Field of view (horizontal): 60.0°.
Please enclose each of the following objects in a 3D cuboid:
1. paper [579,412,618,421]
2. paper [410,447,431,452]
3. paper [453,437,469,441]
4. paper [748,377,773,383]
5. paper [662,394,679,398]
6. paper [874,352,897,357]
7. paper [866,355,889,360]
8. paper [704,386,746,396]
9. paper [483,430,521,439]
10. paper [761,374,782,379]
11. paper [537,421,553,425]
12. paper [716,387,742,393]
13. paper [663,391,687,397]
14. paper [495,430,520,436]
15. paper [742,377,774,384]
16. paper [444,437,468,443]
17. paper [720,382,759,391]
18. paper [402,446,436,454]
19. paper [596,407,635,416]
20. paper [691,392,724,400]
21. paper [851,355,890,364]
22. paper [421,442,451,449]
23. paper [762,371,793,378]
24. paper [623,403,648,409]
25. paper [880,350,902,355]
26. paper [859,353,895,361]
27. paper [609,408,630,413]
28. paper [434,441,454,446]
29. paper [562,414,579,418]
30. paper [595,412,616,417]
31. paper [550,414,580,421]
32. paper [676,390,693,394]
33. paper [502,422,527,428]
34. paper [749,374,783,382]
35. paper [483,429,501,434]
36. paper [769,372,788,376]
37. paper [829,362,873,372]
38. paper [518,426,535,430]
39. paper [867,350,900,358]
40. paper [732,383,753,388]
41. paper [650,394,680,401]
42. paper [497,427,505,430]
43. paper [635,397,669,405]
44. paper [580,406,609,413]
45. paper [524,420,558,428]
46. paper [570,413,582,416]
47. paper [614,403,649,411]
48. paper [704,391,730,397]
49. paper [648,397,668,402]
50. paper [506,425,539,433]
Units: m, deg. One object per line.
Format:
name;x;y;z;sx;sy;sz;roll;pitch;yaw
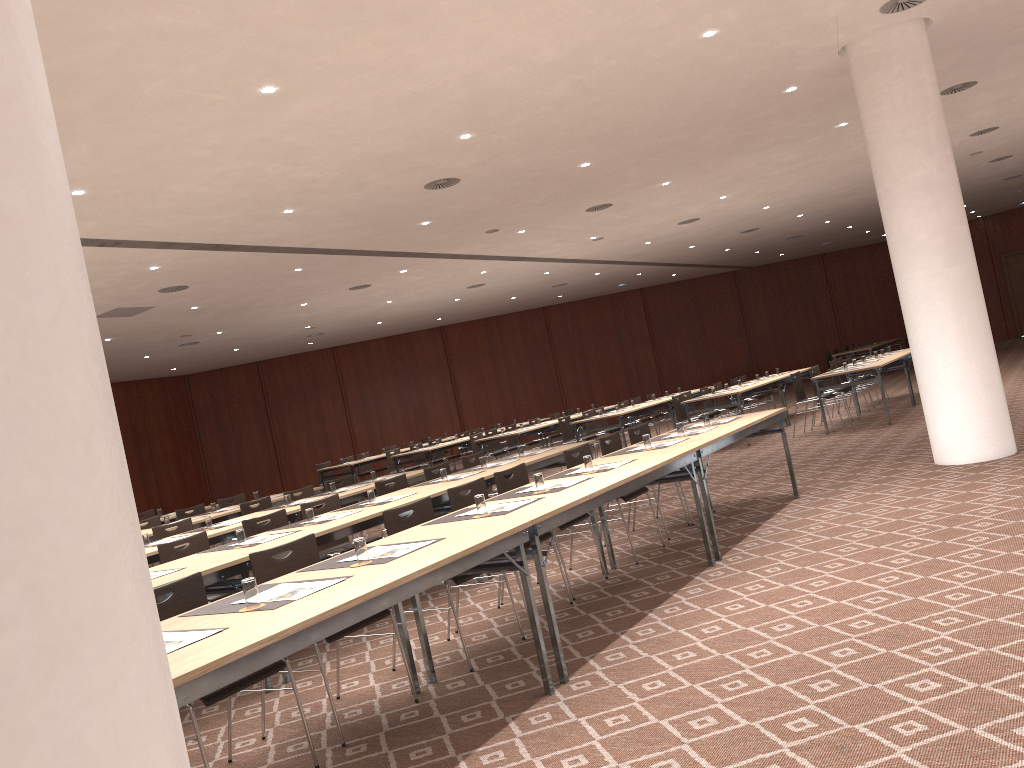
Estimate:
paper;1.473;0.546;14.998;0.566;0.003;0.460;-13;-1;32
paper;-1.744;1.260;17.154;0.398;0.006;0.283;-13;-1;35
paper;-1.035;1.128;18.250;0.398;0.006;0.283;-13;-1;32
paper;4.425;-0.070;15.819;0.398;0.006;0.283;-13;-1;32
paper;3.125;0.233;17.440;0.398;0.006;0.283;-13;-1;35
paper;6.413;-0.500;15.300;0.398;0.006;0.283;-13;-1;35
paper;6.054;-0.434;14.728;0.398;0.006;0.283;-13;-1;35
paper;3.472;0.113;14.442;0.566;0.003;0.460;-13;-1;32
paper;-0.165;0.910;16.049;0.566;0.003;0.460;-13;-1;35
paper;4.749;-0.130;16.352;0.398;0.006;0.283;-13;-1;36
paper;0.623;0.758;17.169;0.398;0.006;0.283;-13;-1;32
paper;3.556;0.091;14.458;0.398;0.006;0.283;-13;-1;32
paper;3.376;0.193;17.993;0.566;0.003;0.460;-13;-1;33
paper;-0.086;0.890;16.098;0.398;0.006;0.283;-13;-1;33
paper;4.339;-0.048;15.818;0.566;0.003;0.460;-13;-1;34
paper;-1.102;1.146;18.238;0.566;0.003;0.460;-13;-1;35
paper;3.838;0.045;15.011;0.566;0.003;0.460;-13;-1;34
paper;-1.778;1.271;17.173;0.566;0.003;0.460;-13;-1;31
paper;1.819;0.481;15.547;0.566;0.003;0.460;-13;-1;33
paper;3.118;0.179;13.899;0.566;0.003;0.460;-13;-1;32
paper;5.957;-0.409;14.725;0.566;0.003;0.460;-13;-1;33
paper;-1.482;1.217;17.709;0.566;0.003;0.460;-13;-1;32
paper;5.033;-0.177;16.879;0.566;0.003;0.460;-13;-1;33
paper;2.249;0.395;16.068;0.398;0.006;0.283;-13;-1;32
paper;6.752;-0.563;15.802;0.398;0.006;0.283;-13;-1;34
paper;6.301;-0.472;15.284;0.566;0.003;0.460;-13;-1;30
paper;1.899;0.461;15.555;0.398;0.006;0.283;-13;-1;31
paper;-1.376;1.191;17.721;0.398;0.006;0.283;-13;-1;31
paper;1.130;0.665;17.987;0.398;0.006;0.283;-13;-1;35
paper;1.546;0.526;14.997;0.398;0.006;0.283;-13;-1;32
paper;1.063;0.683;17.972;0.566;0.003;0.460;-13;-1;32
paper;3.482;0.166;17.986;0.398;0.006;0.283;-13;-1;32
paper;0.085;0.927;20.187;0.566;0.003;0.460;-13;-1;32
paper;4.695;-0.114;16.366;0.566;0.003;0.460;-13;-1;33
paper;-0.586;1.051;19.073;0.566;0.003;0.460;-13;-1;34
paper;5.080;-0.190;16.918;0.398;0.006;0.283;-13;-1;32
paper;5.114;-0.253;13.395;0.566;0.003;0.460;-13;-1;35
paper;0.270;0.824;16.627;0.398;0.006;0.283;-13;-1;34
paper;6.662;-0.540;15.831;0.566;0.003;0.460;-13;-1;32
paper;3.892;0.030;15.031;0.398;0.006;0.283;-13;-1;31
paper;3.054;0.252;17.430;0.566;0.003;0.460;-13;-1;36
paper;-0.231;0.985;19.628;0.566;0.003;0.460;-13;-1;33
paper;2.668;0.324;16.895;0.566;0.003;0.460;-13;-1;31
paper;1.744;0.558;19.108;0.566;0.003;0.460;-13;-1;31
paper;0.531;0.782;17.168;0.566;0.003;0.460;-13;-1;32
paper;1.393;0.622;18.538;0.566;0.003;0.460;-13;-1;34
paper;2.192;0.412;16.091;0.566;0.003;0.460;-13;-1;34
paper;3.213;0.154;13.905;0.398;0.006;0.283;-13;-1;32
paper;2.764;0.300;16.912;0.398;0.006;0.283;-13;-1;32
paper;0.201;0.843;16.620;0.566;0.003;0.460;-12;-1;29
